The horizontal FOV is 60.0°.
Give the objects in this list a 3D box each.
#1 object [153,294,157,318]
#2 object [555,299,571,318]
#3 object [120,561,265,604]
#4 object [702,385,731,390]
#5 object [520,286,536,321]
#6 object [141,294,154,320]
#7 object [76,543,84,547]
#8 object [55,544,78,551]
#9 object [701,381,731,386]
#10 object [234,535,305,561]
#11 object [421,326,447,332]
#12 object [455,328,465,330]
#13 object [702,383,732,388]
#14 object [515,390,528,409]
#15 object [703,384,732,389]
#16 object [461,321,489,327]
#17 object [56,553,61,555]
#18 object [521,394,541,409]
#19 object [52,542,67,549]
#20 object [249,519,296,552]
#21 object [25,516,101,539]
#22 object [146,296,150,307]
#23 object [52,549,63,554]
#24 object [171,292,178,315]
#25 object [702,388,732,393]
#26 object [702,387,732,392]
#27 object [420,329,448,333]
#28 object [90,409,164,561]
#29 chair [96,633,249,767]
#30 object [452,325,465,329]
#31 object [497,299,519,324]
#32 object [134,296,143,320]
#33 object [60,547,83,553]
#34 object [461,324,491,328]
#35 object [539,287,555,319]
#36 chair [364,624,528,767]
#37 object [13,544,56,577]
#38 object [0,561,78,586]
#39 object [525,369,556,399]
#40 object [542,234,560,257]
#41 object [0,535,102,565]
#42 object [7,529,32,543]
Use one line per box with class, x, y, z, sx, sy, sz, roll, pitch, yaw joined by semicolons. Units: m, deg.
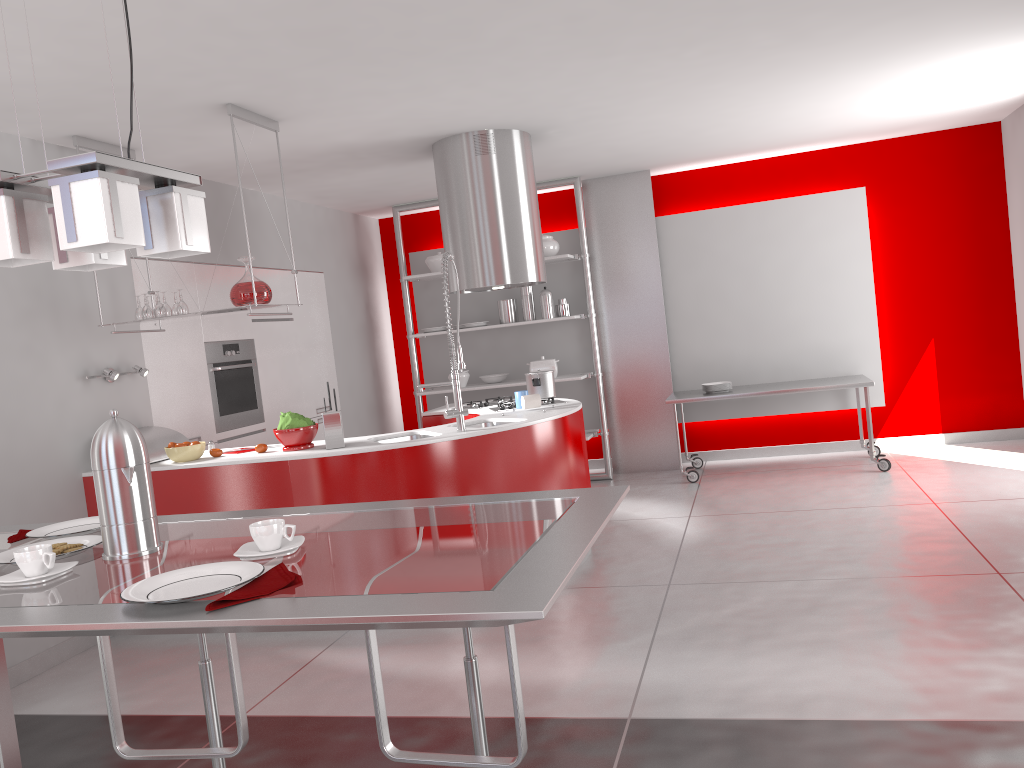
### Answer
object;-1.900;-0.410;4.760;0.060;0.141;0.060;-6;3;16
object;0.438;-0.655;7.667;0.127;0.157;0.127;-5;4;26
object;-0.501;0.317;1.401;0.217;0.015;0.217;-4;4;39
object;1.667;0.034;7.211;0.228;0.020;0.228;-7;3;-3
object;0.137;-0.703;7.600;0.109;0.329;0.110;-6;3;13
object;-1.920;-0.402;4.659;0.060;0.141;0.060;-7;3;-8
object;-0.924;0.341;1.862;0.036;0.006;0.034;-6;3;15
object;-0.920;0.336;1.831;0.036;0.006;0.034;-4;4;39
object;1.663;0.004;7.209;0.228;0.020;0.228;-7;3;-3
object;-0.437;0.299;1.604;0.119;0.016;0.119;-7;3;-4
object;-0.678;-0.476;7.830;0.244;0.042;0.244;-7;3;0
object;-0.416;-0.502;7.988;0.280;0.015;0.280;-9;4;-37
object;1.664;0.014;7.210;0.228;0.020;0.228;-7;3;-3
object;0.057;0.092;5.264;0.080;0.100;0.109;-7;3;-11
object;1.666;0.024;7.210;0.228;0.020;0.228;-7;3;-3
object;-0.316;-0.511;7.714;0.244;0.042;0.244;-7;3;0
object;-0.933;0.346;1.788;0.034;0.006;0.036;-5;3;20
object;0.107;0.101;5.144;0.100;0.080;0.109;-7;3;-14
object;-0.954;0.339;1.857;0.034;0.006;0.036;-6;3;4
object;-0.434;0.275;1.598;0.078;0.049;0.062;-4;4;38
object;-1.016;0.338;2.075;0.217;0.015;0.217;-9;4;-38
object;-1.973;-0.405;4.813;0.060;0.141;0.060;-6;3;16
object;-0.931;0.340;1.792;0.034;0.006;0.036;-5;4;28
object;-1.800;-0.422;4.758;0.060;0.141;0.060;-6;3;16
object;1.669;0.055;7.212;0.228;0.020;0.228;-7;3;-3
object;1.668;0.045;7.211;0.228;0.020;0.228;-7;3;-3
object;-0.676;-0.463;7.831;0.280;0.015;0.280;-9;4;-37
object;-0.779;0.192;1.748;0.149;0.287;0.113;-5;4;24
chair;-0.899;0.876;2.650;0.418;0.857;0.460;-6;3;11
object;-0.418;-0.515;7.987;0.244;0.042;0.244;-6;3;7
object;-0.039;-0.627;7.700;0.184;0.205;0.172;-5;3;21
object;-1.985;-0.399;4.728;0.060;0.141;0.060;-6;3;16
object;-0.904;0.341;1.821;0.034;0.006;0.036;-4;4;37
object;-0.315;-0.498;7.715;0.280;0.015;0.280;-3;5;45
object;0.294;-0.688;7.508;0.115;0.274;0.115;-6;3;8
chair;-0.099;0.797;2.420;0.418;0.857;0.460;-5;3;20
object;-0.865;0.324;1.610;0.062;0.049;0.078;-9;4;-34
object;-0.867;0.348;1.617;0.119;0.016;0.119;-6;3;13
object;0.181;-0.002;5.600;0.189;0.185;0.218;-8;3;-22
object;0.266;-1.180;7.650;0.287;0.222;0.287;-8;4;-30
object;-0.951;0.345;1.821;0.217;0.015;0.217;-9;4;-37
object;-1.146;0.352;2.119;0.095;0.012;0.234;-6;3;16
